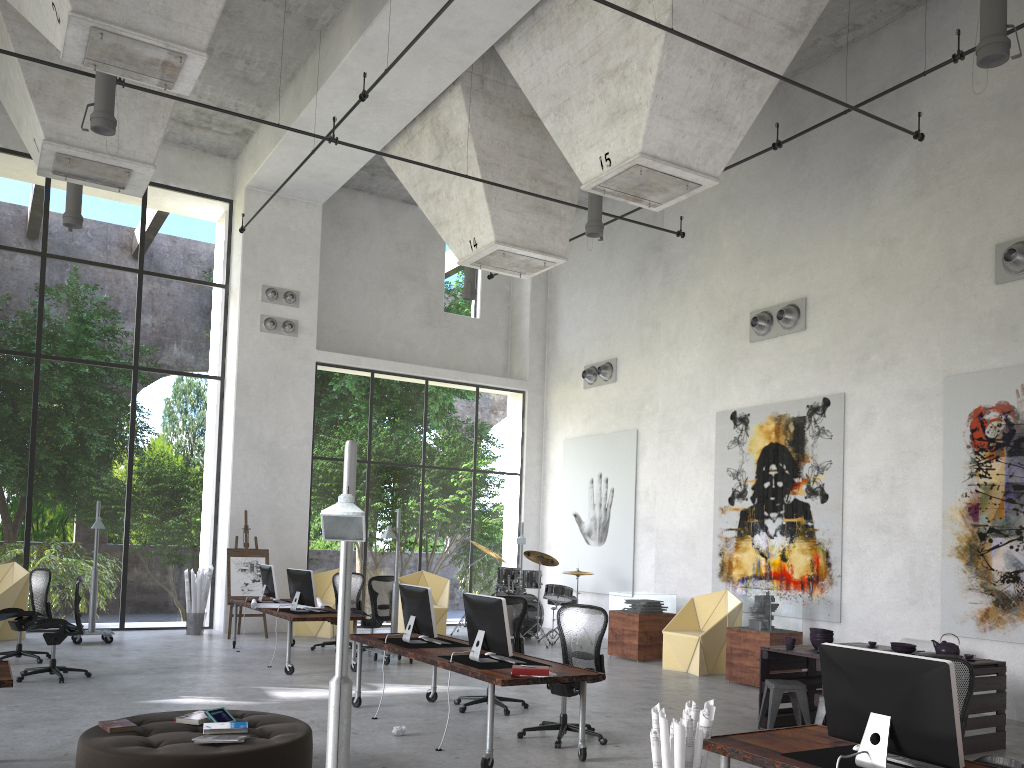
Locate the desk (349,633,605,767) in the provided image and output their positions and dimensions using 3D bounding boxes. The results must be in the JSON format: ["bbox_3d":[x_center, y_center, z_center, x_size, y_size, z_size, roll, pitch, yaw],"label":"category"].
[{"bbox_3d":[-0.502,2.789,7.966,0.979,0.716,3.156,6,-11,-30],"label":"desk"}]

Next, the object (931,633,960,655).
[{"bbox_3d":[4.096,2.461,8.263,0.213,0.230,0.219,6,-7,-33],"label":"object"}]

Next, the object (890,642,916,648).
[{"bbox_3d":[3.741,2.512,8.405,0.230,0.057,0.230,8,-11,-31],"label":"object"}]

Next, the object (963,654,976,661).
[{"bbox_3d":[4.203,2.514,8.076,0.116,0.056,0.139,-1,-10,19],"label":"object"}]

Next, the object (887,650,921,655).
[{"bbox_3d":[3.744,2.572,8.398,0.296,0.024,0.299,-5,-13,36],"label":"object"}]

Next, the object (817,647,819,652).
[{"bbox_3d":[2.942,2.510,8.295,0.117,0.056,0.139,-7,-13,44],"label":"object"}]

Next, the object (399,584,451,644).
[{"bbox_3d":[-0.860,2.256,8.623,0.379,0.548,0.720,5,-8,-29],"label":"object"}]

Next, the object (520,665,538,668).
[{"bbox_3d":[0.131,2.176,6.770,0.149,0.011,0.011,-3,-8,27],"label":"object"}]

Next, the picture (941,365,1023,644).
[{"bbox_3d":[5.628,1.268,9.351,0.020,2.995,2.232,3,-5,-31],"label":"picture"}]

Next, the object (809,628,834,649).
[{"bbox_3d":[3.034,2.495,8.610,0.215,0.212,0.194,6,-7,-30],"label":"object"}]

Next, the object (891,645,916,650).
[{"bbox_3d":[3.743,2.536,8.397,0.230,0.062,0.230,9,-12,-35],"label":"object"}]

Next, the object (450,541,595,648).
[{"bbox_3d":[0.324,3.765,16.009,2.983,1.728,1.898,-6,-10,43],"label":"object"}]

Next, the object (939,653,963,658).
[{"bbox_3d":[3.987,2.497,8.013,0.229,0.047,0.232,-5,-12,36],"label":"object"}]

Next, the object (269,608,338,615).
[{"bbox_3d":[-2.748,3.035,11.716,0.693,0.008,0.854,10,-13,-39],"label":"object"}]

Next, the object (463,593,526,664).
[{"bbox_3d":[-0.151,2.069,7.452,0.379,0.548,0.720,5,-8,-29],"label":"object"}]

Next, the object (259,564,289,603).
[{"bbox_3d":[-3.547,2.966,13.056,0.379,0.548,0.720,5,-8,-29],"label":"object"}]

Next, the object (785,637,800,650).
[{"bbox_3d":[2.705,2.513,8.501,0.101,0.108,0.130,7,-9,-39],"label":"object"}]

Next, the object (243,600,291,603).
[{"bbox_3d":[-3.553,3.247,13.044,0.691,0.008,0.856,8,-12,-29],"label":"object"}]

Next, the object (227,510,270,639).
[{"bbox_3d":[-4.460,3.185,14.774,0.697,2.128,0.687,4,-4,-30],"label":"object"}]

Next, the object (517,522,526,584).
[{"bbox_3d":[0.175,3.836,17.547,0.579,2.136,0.601,2,-3,4],"label":"object"}]

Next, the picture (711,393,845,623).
[{"bbox_3d":[3.718,1.773,12.504,0.020,2.994,2.369,3,-5,-31],"label":"picture"}]

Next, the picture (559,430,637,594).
[{"bbox_3d":[1.604,2.484,16.834,0.020,2.994,2.352,3,-5,-31],"label":"picture"}]

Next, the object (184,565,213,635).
[{"bbox_3d":[-5.314,3.648,14.839,0.441,1.200,0.415,-1,-4,37],"label":"object"}]

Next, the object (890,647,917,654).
[{"bbox_3d":[3.742,2.551,8.398,0.229,0.047,0.232,-1,-10,18],"label":"object"}]

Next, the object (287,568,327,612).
[{"bbox_3d":[-2.741,2.753,11.727,0.379,0.548,0.718,6,-8,-39],"label":"object"}]

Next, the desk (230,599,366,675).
[{"bbox_3d":[-3.083,3.479,12.272,0.979,0.716,3.156,6,-11,-30],"label":"desk"}]

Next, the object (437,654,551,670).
[{"bbox_3d":[-0.157,2.350,7.440,0.691,0.008,0.856,8,-12,-29],"label":"object"}]

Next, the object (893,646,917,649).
[{"bbox_3d":[3.746,2.524,8.401,0.230,0.062,0.231,9,-12,-35],"label":"object"}]

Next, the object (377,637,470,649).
[{"bbox_3d":[-0.867,2.538,8.611,0.691,0.008,0.856,8,-12,-29],"label":"object"}]

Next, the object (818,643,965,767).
[{"bbox_3d":[1.831,1.545,4.183,0.379,0.548,0.720,5,-8,-29],"label":"object"}]

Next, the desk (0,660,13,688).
[{"bbox_3d":[-4.840,2.156,5.302,3.146,0.718,0.981,8,-9,-31],"label":"desk"}]

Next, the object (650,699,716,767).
[{"bbox_3d":[0.905,2.152,4.735,0.320,0.930,0.344,3,-3,-13],"label":"object"}]

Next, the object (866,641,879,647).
[{"bbox_3d":[3.690,2.659,8.971,0.138,0.056,0.118,5,-9,-15],"label":"object"}]

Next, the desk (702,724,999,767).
[{"bbox_3d":[2.183,2.084,3.560,0.969,0.716,3.157,6,-11,-30],"label":"desk"}]

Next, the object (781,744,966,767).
[{"bbox_3d":[1.824,1.826,4.171,0.691,0.008,0.856,8,-12,-29],"label":"object"}]
